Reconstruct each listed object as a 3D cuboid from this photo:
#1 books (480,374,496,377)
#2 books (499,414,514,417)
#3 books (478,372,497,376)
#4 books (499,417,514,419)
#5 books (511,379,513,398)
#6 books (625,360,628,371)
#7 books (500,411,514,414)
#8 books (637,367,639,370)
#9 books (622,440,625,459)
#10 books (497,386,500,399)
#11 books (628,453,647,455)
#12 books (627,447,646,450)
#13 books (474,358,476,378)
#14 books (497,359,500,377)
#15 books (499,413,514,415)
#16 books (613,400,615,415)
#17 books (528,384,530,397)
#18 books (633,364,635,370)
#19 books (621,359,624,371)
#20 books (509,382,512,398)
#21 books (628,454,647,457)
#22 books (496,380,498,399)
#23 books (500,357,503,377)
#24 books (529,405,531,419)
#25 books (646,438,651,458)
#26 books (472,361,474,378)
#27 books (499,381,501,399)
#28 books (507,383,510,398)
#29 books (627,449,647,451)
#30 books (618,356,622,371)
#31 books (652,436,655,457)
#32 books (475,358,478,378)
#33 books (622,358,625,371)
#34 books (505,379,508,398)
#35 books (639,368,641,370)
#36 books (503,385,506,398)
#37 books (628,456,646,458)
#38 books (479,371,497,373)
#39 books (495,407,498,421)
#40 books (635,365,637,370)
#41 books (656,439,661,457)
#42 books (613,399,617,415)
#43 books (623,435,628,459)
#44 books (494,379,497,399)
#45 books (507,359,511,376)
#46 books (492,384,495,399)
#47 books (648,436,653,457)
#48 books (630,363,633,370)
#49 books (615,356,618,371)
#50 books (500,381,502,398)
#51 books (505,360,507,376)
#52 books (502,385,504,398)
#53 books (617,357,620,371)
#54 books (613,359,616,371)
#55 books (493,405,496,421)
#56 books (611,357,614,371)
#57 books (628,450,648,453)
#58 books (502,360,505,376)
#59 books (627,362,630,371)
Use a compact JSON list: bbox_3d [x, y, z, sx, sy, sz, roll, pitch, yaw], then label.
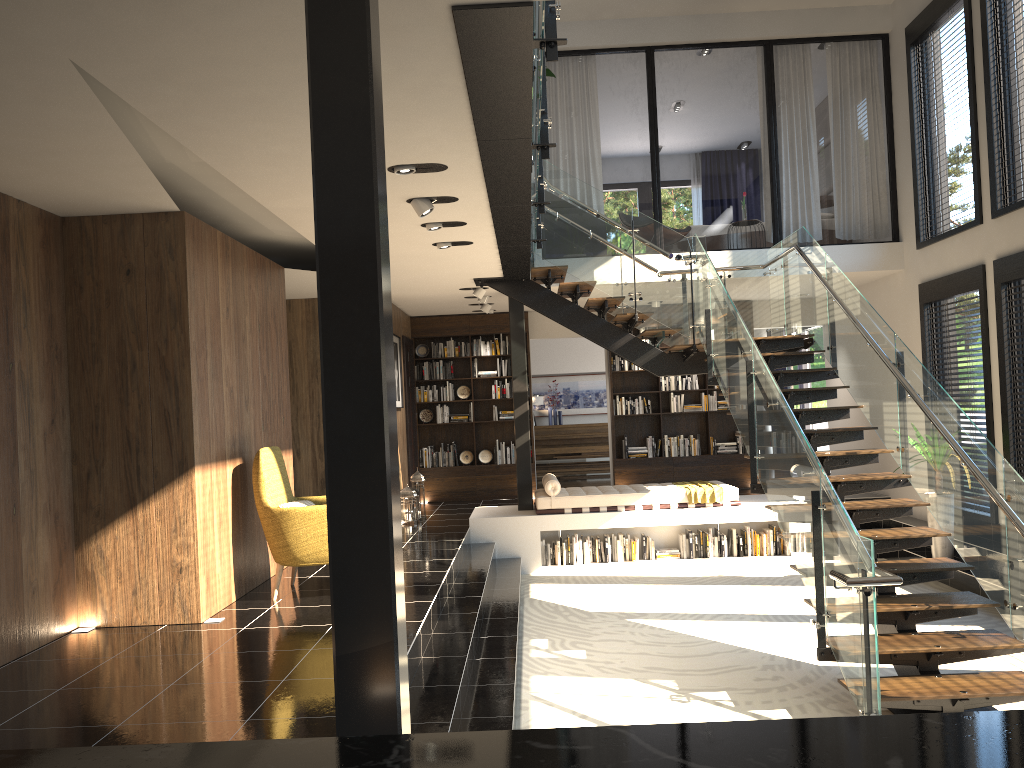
[{"bbox_3d":[-0.349,-0.114,12.925,0.239,0.033,0.176,-3,-2,-2],"label":"books"},{"bbox_3d":[-0.053,0.461,12.876,0.263,0.030,0.159,-3,-2,-2],"label":"books"},{"bbox_3d":[-0.351,-0.146,12.912,0.266,0.030,0.209,-3,-2,2],"label":"books"},{"bbox_3d":[-0.052,0.489,12.867,0.271,0.028,0.174,-3,-2,-3],"label":"books"},{"bbox_3d":[0.008,0.065,12.839,0.037,0.276,0.179,-3,-1,1],"label":"books"},{"bbox_3d":[1.645,-0.309,12.838,0.034,0.245,0.127,-3,-1,1],"label":"books"},{"bbox_3d":[-0.055,0.412,12.891,0.239,0.031,0.146,-3,-2,1],"label":"books"},{"bbox_3d":[1.814,-0.300,12.830,0.025,0.211,0.126,-3,-1,1],"label":"books"},{"bbox_3d":[1.618,0.945,12.860,0.025,0.270,0.156,-3,-1,1],"label":"books"},{"bbox_3d":[-0.191,0.122,12.847,0.028,0.180,0.130,-3,-1,1],"label":"books"},{"bbox_3d":[1.812,1.009,12.853,0.271,0.025,0.156,-3,-2,2],"label":"books"},{"bbox_3d":[1.808,0.928,12.844,0.257,0.024,0.167,-3,-2,1],"label":"books"},{"bbox_3d":[-0.535,-0.229,12.902,0.027,0.279,0.166,-3,-1,1],"label":"books"},{"bbox_3d":[-0.194,-0.238,12.896,0.023,0.264,0.219,-3,-1,1],"label":"books"},{"bbox_3d":[-0.054,0.436,12.882,0.266,0.019,0.157,-3,-2,3],"label":"books"},{"bbox_3d":[1.471,0.341,12.860,0.025,0.227,0.156,-3,-1,1],"label":"books"},{"bbox_3d":[0.239,0.094,12.821,0.026,0.196,0.170,-3,-1,1],"label":"books"},{"bbox_3d":[1.757,-0.296,12.843,0.025,0.208,0.114,-3,-1,1],"label":"books"},{"bbox_3d":[1.594,-0.268,12.830,0.030,0.168,0.125,-3,-1,1],"label":"books"},{"bbox_3d":[-0.025,0.086,12.856,0.030,0.239,0.146,-3,-1,1],"label":"books"},{"bbox_3d":[1.812,1.033,12.840,0.258,0.024,0.167,-3,-2,2],"label":"books"},{"bbox_3d":[-0.216,0.078,12.843,0.019,0.272,0.175,-3,-1,1],"label":"books"},{"bbox_3d":[-0.159,-0.251,12.879,0.049,0.286,0.259,-3,-1,1],"label":"books"},{"bbox_3d":[0.257,0.408,12.866,0.021,0.204,0.169,-3,-1,1],"label":"books"},{"bbox_3d":[1.972,0.921,12.822,0.030,0.284,0.177,-3,-1,1],"label":"books"},{"bbox_3d":[-0.561,-0.209,12.928,0.028,0.242,0.194,-3,-1,1],"label":"books"},{"bbox_3d":[-0.172,0.085,12.841,0.014,0.253,0.169,-3,-1,1],"label":"books"},{"bbox_3d":[-0.053,0.096,12.833,0.027,0.219,0.139,-3,-1,1],"label":"books"},{"bbox_3d":[1.809,0.953,12.854,0.271,0.025,0.156,-3,-2,2],"label":"books"},{"bbox_3d":[1.563,-0.310,12.844,0.029,0.254,0.128,-3,-1,1],"label":"books"},{"bbox_3d":[2.037,0.909,12.835,0.036,0.302,0.186,-3,-1,1],"label":"books"},{"bbox_3d":[-0.513,-0.229,12.907,0.016,0.278,0.209,-3,-1,1],"label":"books"},{"bbox_3d":[1.619,-0.283,12.833,0.021,0.196,0.103,-3,-1,1],"label":"books"},{"bbox_3d":[-0.078,0.067,12.844,0.020,0.281,0.153,-3,-1,1],"label":"books"},{"bbox_3d":[1.844,-0.300,12.838,0.034,0.208,0.112,-3,-1,1],"label":"books"},{"bbox_3d":[-0.102,0.110,12.823,0.032,0.195,0.183,-3,-1,1],"label":"books"},{"bbox_3d":[1.814,1.058,12.857,0.247,0.026,0.148,-3,-2,0],"label":"books"},{"bbox_3d":[-0.352,-0.171,12.922,0.264,0.021,0.189,-3,-2,-1],"label":"books"},{"bbox_3d":[-0.223,0.429,12.859,0.036,0.206,0.215,-3,-1,1],"label":"books"},{"bbox_3d":[1.785,-0.290,12.821,0.032,0.194,0.120,-3,-1,1],"label":"books"},{"bbox_3d":[2.117,0.929,12.838,0.075,0.254,0.181,-3,-1,1],"label":"books"},{"bbox_3d":[1.498,0.335,12.864,0.028,0.237,0.134,-3,-1,1],"label":"books"},{"bbox_3d":[1.642,0.908,12.815,0.028,0.340,0.203,-3,-1,1],"label":"books"},{"bbox_3d":[-0.238,0.075,12.862,0.025,0.280,0.145,-3,-1,1],"label":"books"},{"bbox_3d":[-0.044,-0.238,12.881,0.035,0.251,0.196,-3,-1,1],"label":"books"},{"bbox_3d":[-0.266,0.111,12.869,0.033,0.211,0.132,-3,-1,1],"label":"books"},{"bbox_3d":[2.003,0.907,12.840,0.031,0.310,0.169,-3,-1,1],"label":"books"},{"bbox_3d":[1.730,-0.277,12.814,0.029,0.173,0.138,-3,-1,1],"label":"books"},{"bbox_3d":[1.513,-0.295,12.850,0.030,0.230,0.103,-3,-1,1],"label":"books"},{"bbox_3d":[-0.155,0.084,12.832,0.021,0.253,0.167,-3,-1,1],"label":"books"},{"bbox_3d":[-0.084,-0.229,12.897,0.047,0.238,0.225,-3,-1,1],"label":"books"},{"bbox_3d":[-0.130,0.110,12.853,0.026,0.200,0.154,-3,-1,1],"label":"books"},{"bbox_3d":[1.539,-0.285,12.844,0.021,0.207,0.102,-3,-1,1],"label":"books"},{"bbox_3d":[1.481,-0.268,12.836,0.037,0.177,0.109,-3,-1,1],"label":"books"},{"bbox_3d":[-0.255,0.422,12.888,0.028,0.224,0.161,-3,-1,1],"label":"books"},{"bbox_3d":[1.446,-0.283,12.846,0.030,0.212,0.127,-3,-1,1],"label":"books"},{"bbox_3d":[1.810,0.980,12.839,0.287,0.030,0.176,-3,-2,-1],"label":"books"},{"bbox_3d":[-0.121,-0.227,12.879,0.025,0.235,0.232,-3,-1,1],"label":"books"},{"bbox_3d":[1.688,-0.300,12.842,0.052,0.224,0.099,-3,-1,1],"label":"books"}]
